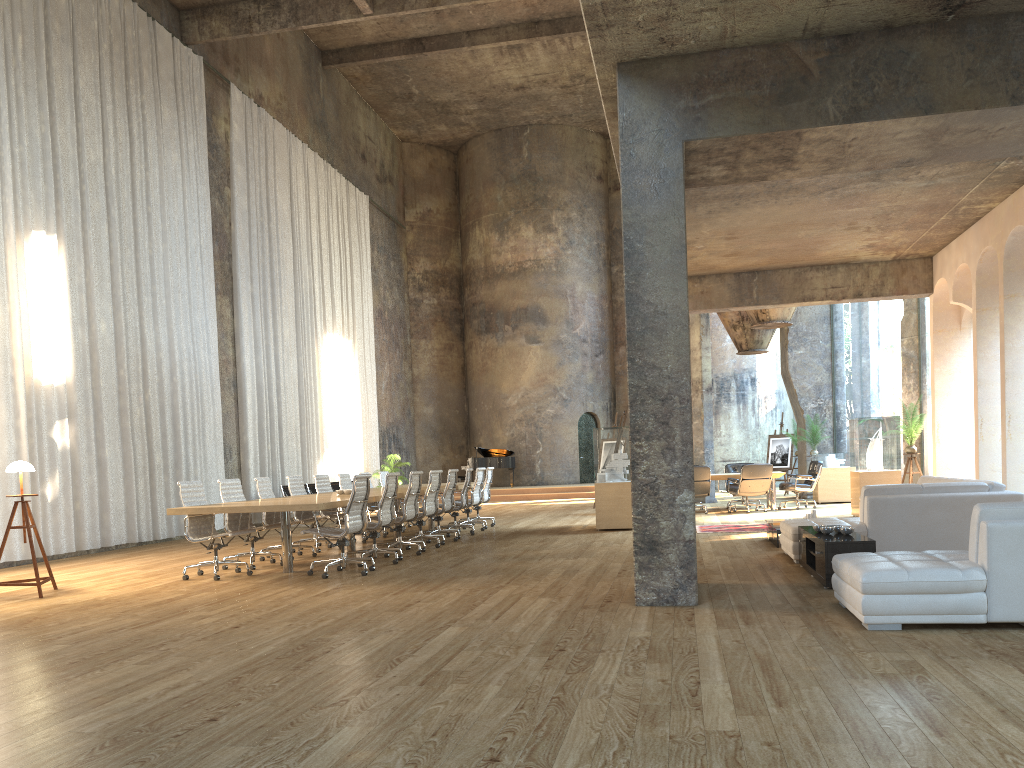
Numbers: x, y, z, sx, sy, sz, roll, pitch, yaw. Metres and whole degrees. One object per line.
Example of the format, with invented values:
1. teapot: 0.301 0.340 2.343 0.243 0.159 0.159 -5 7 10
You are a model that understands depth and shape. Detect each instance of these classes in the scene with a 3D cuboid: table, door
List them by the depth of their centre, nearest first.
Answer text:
1. table: 3.464 1.761 10.323 0.791 0.203 1.110 -3 -5 11
2. table: 3.533 1.769 10.684 0.860 0.247 0.370 -3 -3 11
3. table: -1.889 1.881 12.325 1.602 0.759 7.713 -3 -5 11
4. table: 3.930 2.079 16.808 2.412 0.702 1.104 -3 -3 11
5. table: 4.931 2.671 22.948 1.872 0.547 0.941 -3 -3 11
6. door: 2.424 2.051 28.294 0.900 2.303 0.091 -3 3 -31

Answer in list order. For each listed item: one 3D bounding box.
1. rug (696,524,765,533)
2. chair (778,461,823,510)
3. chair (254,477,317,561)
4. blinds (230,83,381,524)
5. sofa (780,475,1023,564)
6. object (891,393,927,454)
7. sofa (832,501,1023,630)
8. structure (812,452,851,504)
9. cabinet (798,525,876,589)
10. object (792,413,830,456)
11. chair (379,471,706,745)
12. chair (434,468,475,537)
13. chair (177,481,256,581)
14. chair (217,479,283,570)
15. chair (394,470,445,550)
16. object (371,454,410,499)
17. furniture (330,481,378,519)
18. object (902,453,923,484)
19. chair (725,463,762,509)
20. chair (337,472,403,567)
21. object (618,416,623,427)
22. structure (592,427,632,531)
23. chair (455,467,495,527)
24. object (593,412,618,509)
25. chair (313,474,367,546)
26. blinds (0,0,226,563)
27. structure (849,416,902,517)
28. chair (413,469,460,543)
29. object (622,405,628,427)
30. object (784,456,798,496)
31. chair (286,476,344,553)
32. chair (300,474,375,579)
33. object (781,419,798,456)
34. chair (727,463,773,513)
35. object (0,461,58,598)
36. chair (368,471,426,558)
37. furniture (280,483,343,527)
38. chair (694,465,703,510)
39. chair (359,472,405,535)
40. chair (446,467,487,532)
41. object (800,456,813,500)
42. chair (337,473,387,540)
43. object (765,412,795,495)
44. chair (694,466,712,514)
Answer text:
1. rug: 3.879 2.037 12.528 2.465 0.009 1.346 -3 -5 11
2. chair: 5.388 1.898 16.518 0.821 0.895 0.729 -2 -1 5
3. chair: -2.815 1.667 10.980 0.699 1.028 0.664 -2 0 10
4. blinds: -4.575 -1.239 20.941 0.275 8.665 7.816 -2 -1 12
5. sofa: 3.924 1.411 9.574 2.066 0.722 2.928 -3 -5 11
6. object: 6.305 0.636 13.922 0.688 0.942 0.859 -2 -1 2
7. sofa: 3.134 1.071 5.450 2.069 0.723 1.071 -3 -3 11
8. structure: 6.573 1.917 17.948 0.736 1.017 0.742 -2 0 11
9. cabinet: 2.716 1.448 7.467 0.396 0.369 1.561 -3 -5 11
10. object: 6.449 1.093 19.032 0.860 0.942 0.686 -3 0 14
11. chair: 0.810 1.878 14.876 12.964 1.033 31.499 -3 -5 11
12. chair: -0.910 1.818 13.506 0.699 1.028 0.664 -2 0 10
13. chair: -3.111 1.525 9.287 0.700 1.028 0.663 -2 0 16
14. chair: -2.977 1.597 10.140 0.700 1.028 0.663 -2 0 19
15. chair: -1.260 1.671 11.728 0.700 1.028 0.663 -2 0 19
16. object: -3.210 2.622 23.690 1.092 1.460 1.128 -2 0 2
17. furniture: -3.511 2.620 20.175 0.709 0.842 1.871 -2 -4 11
18. object: 6.282 1.590 13.969 0.657 0.975 0.571 -2 1 -25
19. chair: 4.572 2.016 17.453 0.730 0.894 0.820 -2 -1 12
20. chair: -1.598 1.523 9.945 0.700 1.028 0.663 -2 0 14
21. object: 2.484 1.848 21.259 0.685 2.153 0.698 -1 2 37
22. structure: 1.593 1.448 13.448 0.595 1.552 0.740 -2 1 11
23. chair: -0.629 1.960 15.203 0.700 1.028 0.663 -2 0 16
24. object: 2.232 1.688 19.385 0.702 2.153 0.681 -1 2 43
25. chair: -2.482 1.815 12.761 0.700 1.028 0.663 -2 0 19
26. blinds: -6.204 -1.942 12.459 0.275 8.665 7.816 -2 -1 12
27. structure: 5.616 1.296 13.601 0.595 1.552 0.740 -2 1 11
28. chair: -1.091 1.742 12.592 0.700 1.028 0.663 -2 0 16
29. object: 1.729 1.249 14.315 0.685 2.153 0.698 -2 2 10
30. object: 7.022 2.238 21.448 0.659 0.975 0.569 -2 1 5
31. chair: -2.651 1.743 11.898 0.700 1.028 0.663 -2 0 16
32. chair: -1.779 1.446 9.014 0.700 1.028 0.663 -2 0 17
33. object: 6.932 1.292 21.441 0.689 0.942 0.857 -2 -1 32
34. chair: 4.296 1.899 16.030 0.728 0.894 0.822 -2 -1 -15
35. object: -4.583 1.371 8.313 0.571 1.301 0.655 -1 2 44
36. chair: -1.427 1.597 10.846 0.700 1.028 0.663 -2 0 16
37. furniture: -3.961 2.426 17.831 0.709 0.842 1.871 -2 -4 11
38. chair: 3.477 2.081 17.667 0.731 0.894 0.820 -3 -1 18
39. chair: -2.145 1.963 14.545 0.700 1.028 0.663 -2 0 14
40. chair: -0.757 1.888 14.348 0.700 1.028 0.663 -2 0 19
41. object: 6.625 2.030 18.967 0.656 0.975 0.572 -2 0 -43
42. chair: -2.316 1.888 13.644 0.700 1.028 0.663 -2 0 16
43. object: 6.922 1.788 22.610 0.702 2.153 0.681 -1 2 40
44. chair: 3.298 1.954 16.193 0.730 0.894 0.821 -2 -1 5
